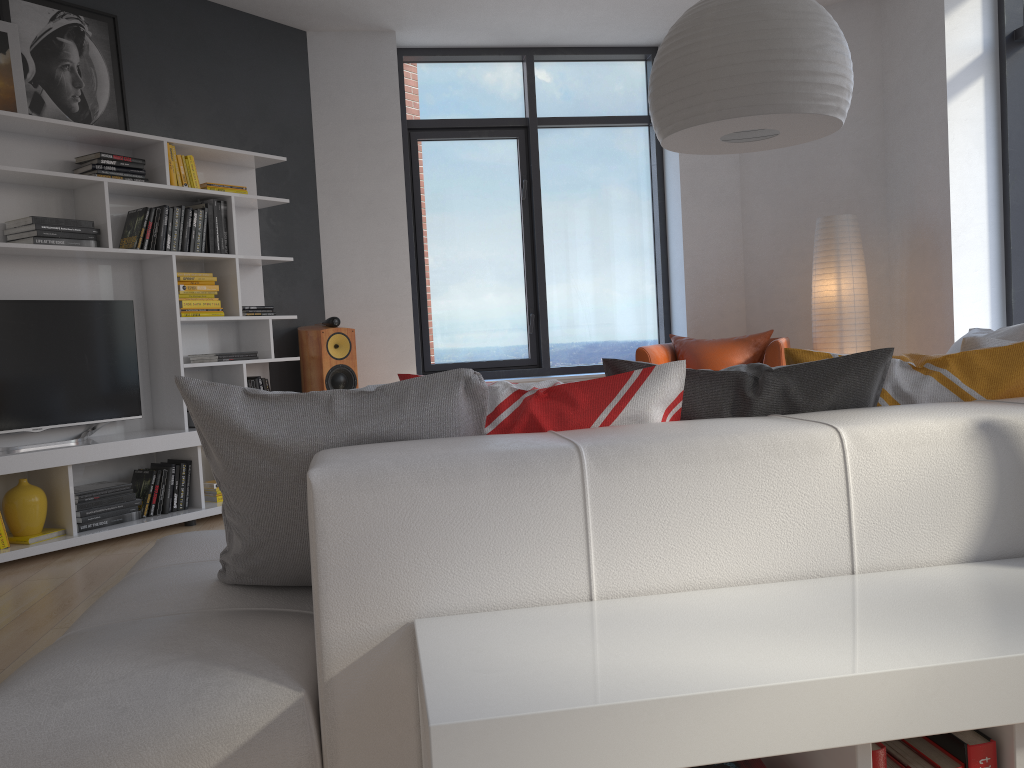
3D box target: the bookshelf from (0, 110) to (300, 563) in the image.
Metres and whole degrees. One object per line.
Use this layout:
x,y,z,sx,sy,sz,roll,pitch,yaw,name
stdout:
-2.248,-0.228,4.226,0.455,2.052,3.000,-1,4,36,bookshelf

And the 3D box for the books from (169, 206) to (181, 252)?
-1.887,-0.831,4.834,0.191,0.249,0.084,-1,4,36,books

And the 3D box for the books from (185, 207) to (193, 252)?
-1.840,-0.838,4.896,0.192,0.254,0.075,-1,4,35,books

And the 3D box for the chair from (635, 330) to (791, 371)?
1.333,0.096,5.663,0.896,0.858,0.843,-2,3,24,chair

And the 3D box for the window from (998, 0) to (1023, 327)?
3.064,-1.320,4.588,0.170,2.402,1.310,-4,3,-9,window

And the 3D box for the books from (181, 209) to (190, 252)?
-1.832,-0.830,4.863,0.172,0.242,0.069,-1,4,37,books

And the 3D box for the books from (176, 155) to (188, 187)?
-1.837,-1.150,4.843,0.132,0.180,0.054,-1,4,36,books

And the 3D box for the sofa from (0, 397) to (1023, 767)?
0.698,0.346,2.705,3.424,0.732,2.614,-4,3,-9,sofa

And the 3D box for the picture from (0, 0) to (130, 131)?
-2.479,-1.598,4.296,0.076,0.707,1.279,-1,4,36,picture

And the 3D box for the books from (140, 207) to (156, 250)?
-1.979,-0.810,4.712,0.187,0.234,0.096,-1,4,37,books

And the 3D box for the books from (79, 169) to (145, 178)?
-2.082,-1.075,4.608,0.189,0.020,0.264,-1,4,35,books

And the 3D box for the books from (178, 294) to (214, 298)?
-1.804,-0.487,4.971,0.145,0.023,0.217,-1,4,40,books

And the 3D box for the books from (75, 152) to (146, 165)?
-2.087,-1.156,4.610,0.209,0.030,0.266,-2,3,30,books

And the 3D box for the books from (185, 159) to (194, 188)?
-1.798,-1.143,4.864,0.108,0.161,0.046,-1,4,35,books

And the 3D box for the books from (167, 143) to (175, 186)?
-1.883,-1.169,4.771,0.161,0.229,0.041,-1,4,35,books

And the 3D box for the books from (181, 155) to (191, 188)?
-1.819,-1.151,4.855,0.128,0.178,0.044,-1,4,36,books

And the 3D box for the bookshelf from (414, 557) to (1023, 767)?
1.185,0.508,1.283,2.600,0.500,0.356,-4,3,-9,bookshelf

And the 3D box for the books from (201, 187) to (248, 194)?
-1.688,-1.096,5.106,0.194,0.028,0.257,-1,4,41,books

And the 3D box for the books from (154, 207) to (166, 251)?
-1.919,-0.819,4.749,0.172,0.242,0.069,-1,4,37,books

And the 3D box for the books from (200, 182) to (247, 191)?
-1.698,-1.121,5.107,0.203,0.024,0.257,-1,4,39,books

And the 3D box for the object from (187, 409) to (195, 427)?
-1.734,0.144,4.998,0.270,0.174,0.285,-1,4,36,object

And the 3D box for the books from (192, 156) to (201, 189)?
-1.790,-1.159,4.914,0.142,0.184,0.044,-1,4,37,books

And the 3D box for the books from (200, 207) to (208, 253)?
-1.782,-0.848,4.974,0.197,0.260,0.066,-1,4,36,books

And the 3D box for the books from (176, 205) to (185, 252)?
-1.868,-0.838,4.861,0.197,0.260,0.066,-1,4,36,books

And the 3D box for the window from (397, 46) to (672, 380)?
0.180,-1.261,6.603,1.960,2.402,0.170,-4,3,-9,window

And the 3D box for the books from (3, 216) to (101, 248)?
-2.263,-0.730,4.372,0.277,0.137,0.343,-1,3,31,books

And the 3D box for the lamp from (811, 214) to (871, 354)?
2.237,-0.291,5.502,0.804,1.550,0.502,-1,4,42,lamp

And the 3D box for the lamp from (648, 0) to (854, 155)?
1.911,-0.654,2.161,3.199,2.647,0.710,-2,3,27,lamp

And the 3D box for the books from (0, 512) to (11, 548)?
-2.330,0.639,4.005,0.149,0.193,0.046,-1,4,37,books

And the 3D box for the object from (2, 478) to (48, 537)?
-2.261,0.568,4.118,0.185,0.257,0.185,-2,3,14,object

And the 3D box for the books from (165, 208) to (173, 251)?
-1.905,-0.823,4.801,0.179,0.243,0.068,-1,4,35,books

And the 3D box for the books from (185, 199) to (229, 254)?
-1.748,-0.880,5.068,0.259,0.321,0.128,-1,4,36,books

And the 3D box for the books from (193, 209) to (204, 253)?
-1.801,-0.841,4.947,0.191,0.249,0.084,-1,4,36,books

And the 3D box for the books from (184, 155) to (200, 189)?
-1.797,-1.157,4.891,0.141,0.184,0.064,-1,4,37,books

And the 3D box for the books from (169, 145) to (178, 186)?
-1.885,-1.168,4.801,0.163,0.224,0.041,-1,4,35,books

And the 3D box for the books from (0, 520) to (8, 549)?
-2.337,0.641,3.980,0.148,0.193,0.067,-1,4,37,books

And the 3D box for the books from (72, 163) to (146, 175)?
-2.097,-1.101,4.621,0.214,0.030,0.284,-1,4,40,books

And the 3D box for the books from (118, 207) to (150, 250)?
-1.995,-0.809,4.682,0.182,0.234,0.104,-1,4,36,books

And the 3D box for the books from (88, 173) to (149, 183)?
-2.076,-1.051,4.609,0.214,0.030,0.284,-1,4,40,books

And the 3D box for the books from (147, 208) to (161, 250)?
-1.949,-0.813,4.729,0.169,0.233,0.081,-1,4,35,books

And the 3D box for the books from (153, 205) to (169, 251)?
-1.927,-0.828,4.783,0.192,0.254,0.075,-1,4,35,books

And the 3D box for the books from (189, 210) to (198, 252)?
-1.814,-0.836,4.910,0.179,0.243,0.071,-1,4,35,books

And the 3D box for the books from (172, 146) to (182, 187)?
-1.874,-1.170,4.830,0.164,0.224,0.054,-1,4,35,books

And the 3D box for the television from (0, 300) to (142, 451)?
-2.331,-0.053,4.294,0.207,0.704,1.102,-1,4,36,television

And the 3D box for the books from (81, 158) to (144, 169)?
-2.075,-1.130,4.607,0.180,0.026,0.246,-1,4,39,books

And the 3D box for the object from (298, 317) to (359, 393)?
-1.185,0.123,5.673,0.290,1.088,0.434,-5,4,-39,object
